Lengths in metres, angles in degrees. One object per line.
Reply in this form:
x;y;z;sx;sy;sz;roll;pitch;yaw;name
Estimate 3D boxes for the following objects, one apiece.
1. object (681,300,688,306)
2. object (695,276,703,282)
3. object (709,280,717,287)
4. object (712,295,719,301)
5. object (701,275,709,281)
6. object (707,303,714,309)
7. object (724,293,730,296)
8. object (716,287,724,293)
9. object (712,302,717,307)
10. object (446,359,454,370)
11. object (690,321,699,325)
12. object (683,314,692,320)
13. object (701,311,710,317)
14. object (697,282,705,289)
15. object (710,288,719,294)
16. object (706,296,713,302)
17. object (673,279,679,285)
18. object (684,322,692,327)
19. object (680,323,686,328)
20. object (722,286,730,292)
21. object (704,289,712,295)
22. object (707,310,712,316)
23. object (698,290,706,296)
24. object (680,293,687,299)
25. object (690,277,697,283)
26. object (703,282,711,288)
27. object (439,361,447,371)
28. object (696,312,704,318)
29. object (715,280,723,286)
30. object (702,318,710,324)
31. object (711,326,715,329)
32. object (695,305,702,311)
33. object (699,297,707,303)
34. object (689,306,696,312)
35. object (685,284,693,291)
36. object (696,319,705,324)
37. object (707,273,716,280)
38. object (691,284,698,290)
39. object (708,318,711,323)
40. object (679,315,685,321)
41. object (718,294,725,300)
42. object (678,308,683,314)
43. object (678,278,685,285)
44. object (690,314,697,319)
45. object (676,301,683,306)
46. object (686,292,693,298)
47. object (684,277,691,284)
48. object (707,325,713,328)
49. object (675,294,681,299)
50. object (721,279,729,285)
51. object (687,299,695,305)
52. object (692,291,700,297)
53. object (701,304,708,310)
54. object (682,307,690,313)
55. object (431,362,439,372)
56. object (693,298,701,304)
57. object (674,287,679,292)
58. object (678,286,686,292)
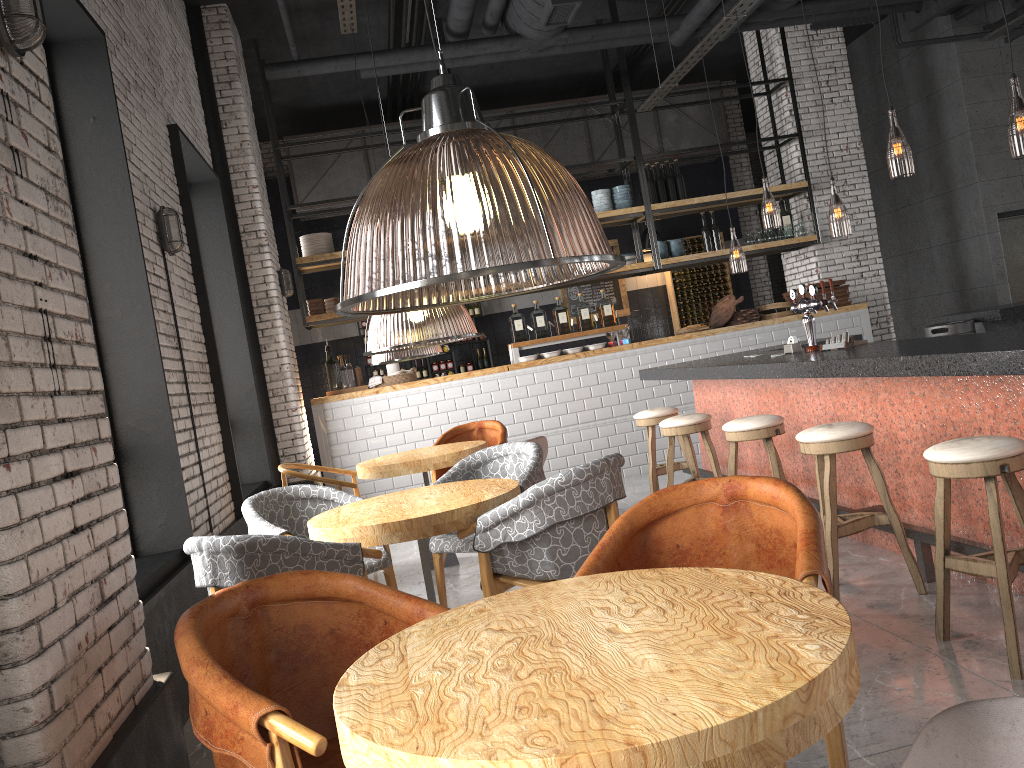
2.505;-1.180;12.870;0.079;0.079;0.283;-10;1;-8;object
2.725;-1.540;12.925;0.079;0.079;0.283;-10;1;-8;object
2.932;-1.469;12.919;0.079;0.079;0.283;-10;1;-8;object
2.965;-1.262;12.939;0.079;0.079;0.283;-10;1;-8;object
2.817;-1.556;12.939;0.079;0.079;0.283;-10;1;-8;object
2.889;-1.142;12.940;0.079;0.079;0.281;-10;1;-8;object
3.152;-1.295;12.947;0.079;0.079;0.283;-10;1;-8;object
3.037;-1.382;12.968;0.079;0.079;0.283;-10;1;-8;object
2.984;-1.158;12.938;0.079;0.079;0.281;-10;1;-8;object
-0.875;-0.277;12.474;0.100;0.139;0.088;-10;1;-8;object
2.651;-0.886;12.884;0.079;0.079;0.281;-10;1;-8;object
2.545;-0.973;12.847;0.079;0.079;0.281;-10;1;-8;object
2.819;-1.022;12.902;0.079;0.079;0.281;-10;1;-8;object
2.748;-1.436;12.887;0.079;0.079;0.283;-10;1;-8;object
2.951;-1.365;12.915;0.079;0.079;0.283;-10;1;-8;object
2.870;-1.246;12.945;0.079;0.079;0.283;-10;1;-8;object
2.360;-1.474;12.845;0.079;0.079;0.283;-10;1;-8;object
2.556;-0.869;12.890;0.079;0.079;0.281;-10;1;-8;object
2.467;-0.853;12.856;0.079;0.079;0.281;-10;1;-8;object
3.131;-1.398;12.966;0.079;0.079;0.283;-10;1;-8;object
2.853;-1.349;12.940;0.079;0.079;0.283;-10;1;-8;object
2.910;-1.038;12.925;0.079;0.079;0.281;-10;1;-8;object
2.766;-1.333;12.892;0.079;0.079;0.283;-10;1;-8;object
2.484;-1.284;12.889;0.079;0.079;0.283;-10;1;-8;object
2.632;-1.523;12.915;0.079;0.079;0.283;-10;1;-8;object
2.837;-1.453;12.924;0.079;0.079;0.283;-10;1;-8;object
-0.975;-0.259;12.459;0.100;0.139;0.088;-10;1;-8;object
2.729;-1.006;12.874;0.079;0.079;0.281;-10;1;-8;object
3.021;-1.485;12.951;0.079;0.079;0.283;-10;1;-8;object
2.836;-0.919;12.912;0.079;0.079;0.281;-10;1;-8;object
2.947;-0.831;12.917;0.079;0.079;0.281;-10;1;-8;object
2.704;-1.109;12.916;0.079;0.079;0.281;-10;1;-8;object
2.781;-1.229;12.911;0.079;0.079;0.283;-10;1;-8;object
2.615;-1.093;12.883;0.079;0.079;0.281;-10;1;-8;object
2.564;-1.404;12.864;0.079;0.079;0.283;-10;1;-8;object
2.746;-0.902;12.879;0.079;0.079;0.281;-10;1;-8;object
2.911;-1.573;12.937;0.079;0.079;0.283;-10;1;-8;object
2.653;-1.420;12.896;0.079;0.079;0.283;-10;1;-8;object
2.925;-0.935;12.941;0.079;0.079;0.281;-10;1;-8;object
2.451;-0.957;12.847;0.079;0.079;0.281;-10;1;-8;object
3.055;-1.278;12.968;0.079;0.079;0.283;-10;1;-8;object
2.429;-1.060;12.871;0.079;0.079;0.281;-10;1;-8;object
2.454;-1.491;12.845;0.079;0.079;0.283;-10;1;-8;object
2.631;-0.989;12.899;0.079;0.079;0.281;-10;1;-8;object
2.416;-1.164;12.833;0.079;0.079;0.283;-10;1;-8;object
2.577;-1.300;12.898;0.079;0.079;0.283;-10;1;-8;object
2.543;-1.507;12.882;0.079;0.079;0.283;-10;1;-8;object
2.857;-0.815;12.889;0.079;0.079;0.281;-10;1;-8;object
2.395;-1.267;12.855;0.079;0.079;0.283;-10;1;-8;object
3.110;-1.502;12.985;0.079;0.079;0.283;-10;1;-8;object
2.598;-1.196;12.875;0.079;0.079;0.283;-10;1;-8;object
2.674;-1.316;12.874;0.079;0.079;0.283;-10;1;-8;object
2.800;-1.126;12.911;0.079;0.079;0.281;-10;1;-8;object
2.526;-1.076;12.850;0.079;0.079;0.281;-10;1;-8;object
-1.081;-0.241;12.443;0.100;0.139;0.088;-10;1;-8;object
2.689;-1.213;12.897;0.079;0.079;0.283;-10;1;-8;object
2.375;-1.371;12.871;0.079;0.079;0.283;-10;1;-8;object
2.469;-1.387;12.869;0.079;0.079;0.283;-10;1;-8;object
